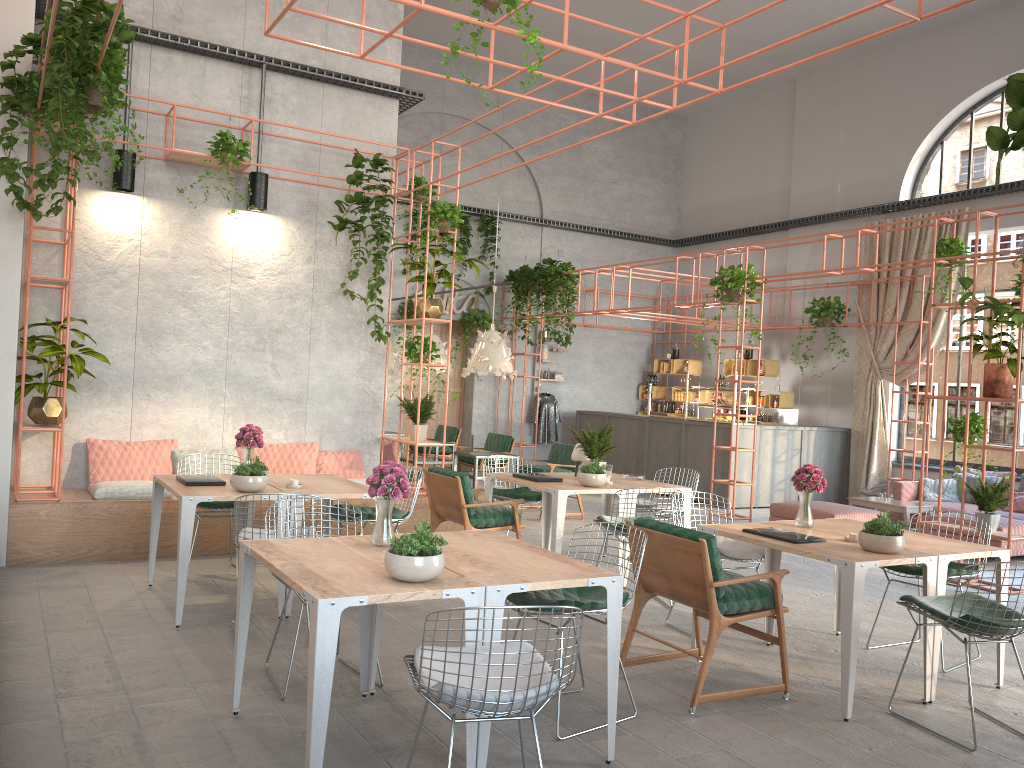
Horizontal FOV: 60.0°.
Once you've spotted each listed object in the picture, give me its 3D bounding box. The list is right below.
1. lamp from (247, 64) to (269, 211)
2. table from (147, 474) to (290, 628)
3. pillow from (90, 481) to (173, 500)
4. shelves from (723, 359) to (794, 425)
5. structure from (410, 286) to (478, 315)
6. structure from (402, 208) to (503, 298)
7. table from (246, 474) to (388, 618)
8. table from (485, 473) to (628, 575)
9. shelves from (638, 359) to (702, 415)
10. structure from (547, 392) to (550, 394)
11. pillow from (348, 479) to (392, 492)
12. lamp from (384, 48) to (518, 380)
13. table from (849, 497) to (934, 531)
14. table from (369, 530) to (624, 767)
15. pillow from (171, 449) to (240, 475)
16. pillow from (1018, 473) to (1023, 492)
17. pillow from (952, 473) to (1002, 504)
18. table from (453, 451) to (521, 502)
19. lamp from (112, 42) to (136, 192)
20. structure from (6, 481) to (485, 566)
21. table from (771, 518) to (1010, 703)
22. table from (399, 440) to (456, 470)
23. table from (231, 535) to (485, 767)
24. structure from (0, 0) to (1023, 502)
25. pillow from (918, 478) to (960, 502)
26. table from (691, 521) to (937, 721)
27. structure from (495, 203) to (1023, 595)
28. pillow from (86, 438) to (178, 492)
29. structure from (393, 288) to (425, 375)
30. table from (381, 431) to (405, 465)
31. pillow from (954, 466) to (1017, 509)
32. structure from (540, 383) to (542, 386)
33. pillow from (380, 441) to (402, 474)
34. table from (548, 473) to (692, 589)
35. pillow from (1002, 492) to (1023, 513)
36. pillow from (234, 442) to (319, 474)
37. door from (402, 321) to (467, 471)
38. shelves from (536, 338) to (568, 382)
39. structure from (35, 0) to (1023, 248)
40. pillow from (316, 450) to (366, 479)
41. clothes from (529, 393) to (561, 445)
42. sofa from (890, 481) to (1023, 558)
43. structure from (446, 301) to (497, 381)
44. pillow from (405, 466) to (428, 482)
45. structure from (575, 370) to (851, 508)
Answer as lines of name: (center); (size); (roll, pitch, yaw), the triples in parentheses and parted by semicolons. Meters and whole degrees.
lamp: (-2.457, -2.420, 8.685); (0.179, 1.425, 0.185); (3, 0, -30)
table: (-2.098, 1.121, 6.262); (0.694, 0.830, 1.205); (3, 0, -30)
pillow: (-3.349, 0.937, 7.806); (0.637, 0.149, 0.491); (3, 0, -29)
shelves: (4.058, 0.498, 15.301); (0.328, 1.838, 1.750); (3, 0, -30)
structure: (-1.183, -1.478, 15.565); (1.312, 0.505, 0.063); (3, 0, -30)
structure: (-1.080, -2.312, 15.475); (1.939, 1.514, 0.856); (3, 0, -36)
table: (-1.499, 1.153, 6.616); (0.694, 0.830, 1.214); (3, 0, -30)
table: (0.339, 1.252, 7.680); (0.694, 0.830, 1.205); (3, 0, -30)
shelves: (3.095, 0.448, 16.961); (0.328, 1.838, 1.750); (3, 0, -30)
structure: (0.678, 0.171, 16.665); (0.066, 0.044, 0.019); (3, 0, -30)
pillow: (-1.565, 1.033, 8.844); (0.637, 0.149, 0.491); (3, 0, -29)
lamp: (-1.064, -2.127, 12.393); (0.704, 4.052, 4.456); (3, 0, -30)
table: (4.700, 1.688, 11.036); (0.520, 0.455, 0.916); (3, 0, -30)
table: (-0.129, 1.226, 4.250); (0.694, 0.830, 1.214); (3, 0, -30)
pillow: (-2.925, 0.821, 8.514); (0.666, 0.385, 0.289); (3, 0, -35)
pillow: (6.552, 1.366, 10.790); (0.273, 0.476, 0.836); (3, 0, -30)
pillow: (5.969, 1.365, 11.515); (0.289, 0.385, 0.666); (3, 0, -30)
table: (-0.328, 1.251, 10.840); (0.635, 0.798, 0.602); (3, 0, -30)
lamp: (-3.501, -2.476, 8.078); (0.179, 1.425, 0.185); (3, 0, -30)
structure: (-3.584, 1.223, 10.675); (4.386, 0.500, 5.831); (3, 0, -30)
table: (2.350, 1.370, 5.635); (0.694, 0.830, 1.214); (3, 0, -30)
table: (-1.208, 1.204, 12.357); (0.635, 0.798, 0.602); (3, 0, -30)
table: (-0.726, 1.194, 3.897); (0.694, 0.830, 1.205); (3, 0, -30)
structure: (-2.422, -0.849, 8.359); (4.501, 4.345, 14.096); (3, 0, -31)
pillow: (5.589, 1.395, 11.569); (0.500, 0.324, 0.307); (3, 0, 5)
table: (1.750, 1.339, 5.282); (0.694, 0.830, 1.205); (3, 0, -30)
structure: (4.865, 0.099, 10.774); (4.157, 4.247, 14.689); (3, 0, -30)
pillow: (-3.488, 0.743, 8.209); (0.839, 0.474, 0.276); (3, 0, -40)
structure: (-1.857, -0.902, 15.253); (0.921, 1.527, 0.950); (3, 0, 3)
table: (-2.089, 1.158, 13.874); (0.635, 0.798, 0.602); (3, 0, -30)
pillow: (6.107, 1.340, 11.579); (0.276, 0.474, 0.839); (3, 0, -30)
structure: (0.531, 0.011, 16.572); (0.066, 0.044, 0.019); (3, 0, -30)
pillow: (-1.492, 0.852, 10.053); (0.276, 0.474, 0.839); (3, 0, -40)
table: (0.939, 1.284, 8.034); (0.694, 0.830, 1.214); (3, 0, -30)
pillow: (6.258, 1.415, 10.758); (0.479, 0.317, 0.441); (3, 0, 41)
pillow: (-2.360, 0.803, 8.815); (0.839, 0.474, 0.276); (3, 0, -10)
door: (-1.609, 0.191, 16.200); (1.360, 2.729, 0.551); (3, 0, -30)
shelves: (0.756, -0.445, 16.597); (0.560, 0.790, 0.186); (3, 0, -30)
structure: (0.618, -2.996, 7.888); (15.603, 0.110, 15.203); (3, 0, -30)
pillow: (-1.818, 0.881, 9.157); (0.666, 0.385, 0.289); (3, 0, -35)
clothes: (0.644, 0.666, 16.567); (0.366, 0.997, 0.625); (3, 0, 40)
sofa: (5.574, 1.627, 10.742); (1.960, 0.672, 2.219); (3, 0, -30)
structure: (-0.739, -0.822, 15.954); (0.950, 1.527, 0.921); (3, 0, -32)
pillow: (-1.190, 1.053, 10.358); (0.491, 0.149, 0.637); (3, 0, -29)
structure: (3.312, 0.824, 15.335); (2.579, 2.022, 4.057); (3, 0, -30)
